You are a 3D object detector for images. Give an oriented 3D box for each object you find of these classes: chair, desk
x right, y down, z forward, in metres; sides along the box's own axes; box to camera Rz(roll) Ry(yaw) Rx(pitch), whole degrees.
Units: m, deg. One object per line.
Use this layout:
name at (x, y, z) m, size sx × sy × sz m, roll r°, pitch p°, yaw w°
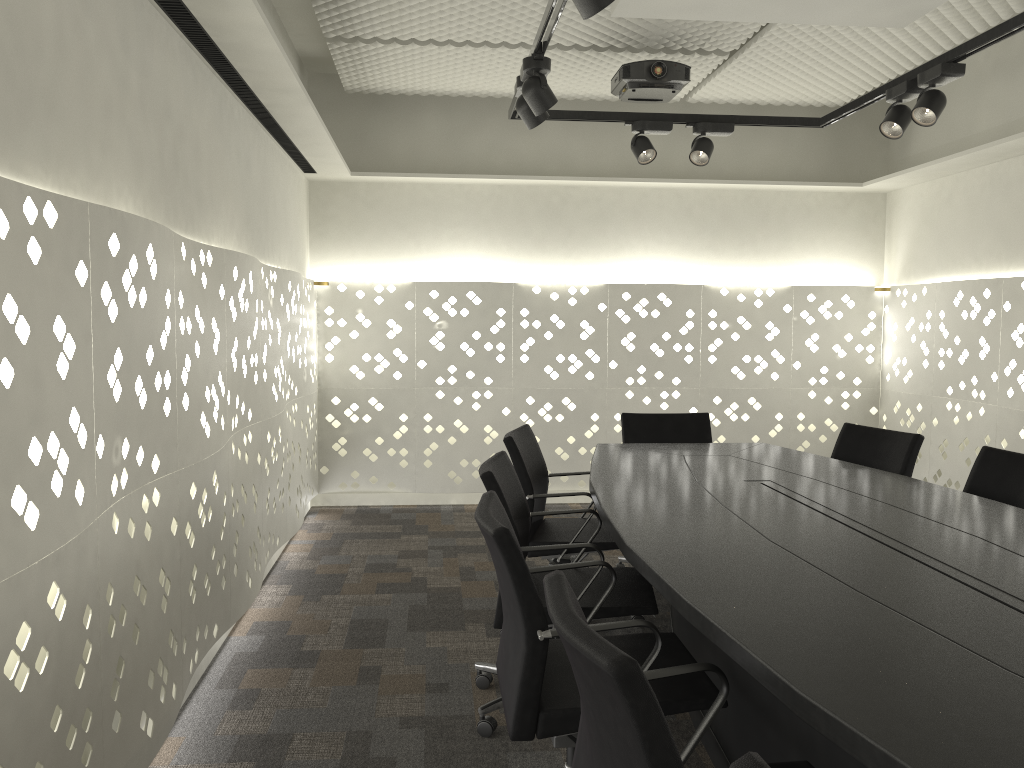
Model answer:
chair at (0.163, 0.653, 2.054) m, size 0.579 × 0.757 × 0.559 m, roll 0°, pitch 4°, yaw -1°
desk at (0.874, 0.702, 2.159) m, size 1.223 × 0.658 × 3.364 m, roll 0°, pitch 4°, yaw -5°
chair at (0.739, 0.524, 3.927) m, size 0.559 × 0.757 × 0.579 m, roll 0°, pitch 4°, yaw -1°
chair at (0.224, 0.556, 3.423) m, size 0.579 × 0.757 × 0.559 m, roll 1°, pitch 4°, yaw 14°
chair at (0.152, 0.608, 2.690) m, size 0.579 × 0.757 × 0.559 m, roll 1°, pitch 4°, yaw 9°
chair at (0.305, 0.703, 1.376) m, size 0.579 × 0.757 × 0.559 m, roll 0°, pitch 4°, yaw -6°
chair at (0.483, 0.746, 0.789) m, size 0.579 × 0.757 × 0.559 m, roll -1°, pitch 4°, yaw -16°
chair at (1.471, 0.606, 2.842) m, size 0.579 × 0.757 × 0.559 m, roll 0°, pitch 4°, yaw -6°
chair at (1.294, 0.558, 3.502) m, size 0.579 × 0.757 × 0.559 m, roll -1°, pitch 4°, yaw -16°

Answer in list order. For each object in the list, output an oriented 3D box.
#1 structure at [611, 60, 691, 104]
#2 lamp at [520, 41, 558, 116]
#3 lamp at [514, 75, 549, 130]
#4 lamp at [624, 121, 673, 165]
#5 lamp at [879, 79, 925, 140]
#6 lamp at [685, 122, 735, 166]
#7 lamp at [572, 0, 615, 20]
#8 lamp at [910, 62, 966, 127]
structure at (0.661, -1.454, 4.270) m, size 0.327 × 0.144 × 0.371 m, roll 0°, pitch 4°, yaw -5°
lamp at (0.095, -1.032, 3.055) m, size 0.126 × 0.224 × 0.213 m, roll 0°, pitch 4°, yaw -2°
lamp at (0.075, -1.048, 3.277) m, size 0.126 × 0.224 × 0.213 m, roll 0°, pitch 4°, yaw -2°
lamp at (0.609, -1.093, 3.964) m, size 0.213 × 0.224 × 0.126 m, roll 0°, pitch 4°, yaw -2°
lamp at (1.464, -1.044, 3.353) m, size 0.126 × 0.224 × 0.213 m, roll 0°, pitch 4°, yaw -2°
lamp at (0.892, -1.094, 3.999) m, size 0.214 × 0.224 × 0.118 m, roll -1°, pitch 4°, yaw -16°
lamp at (0.183, -0.962, 2.077) m, size 0.126 × 0.224 × 0.213 m, roll 0°, pitch 4°, yaw -2°
lamp at (1.484, -1.028, 3.131) m, size 0.126 × 0.224 × 0.213 m, roll 0°, pitch 4°, yaw -2°
